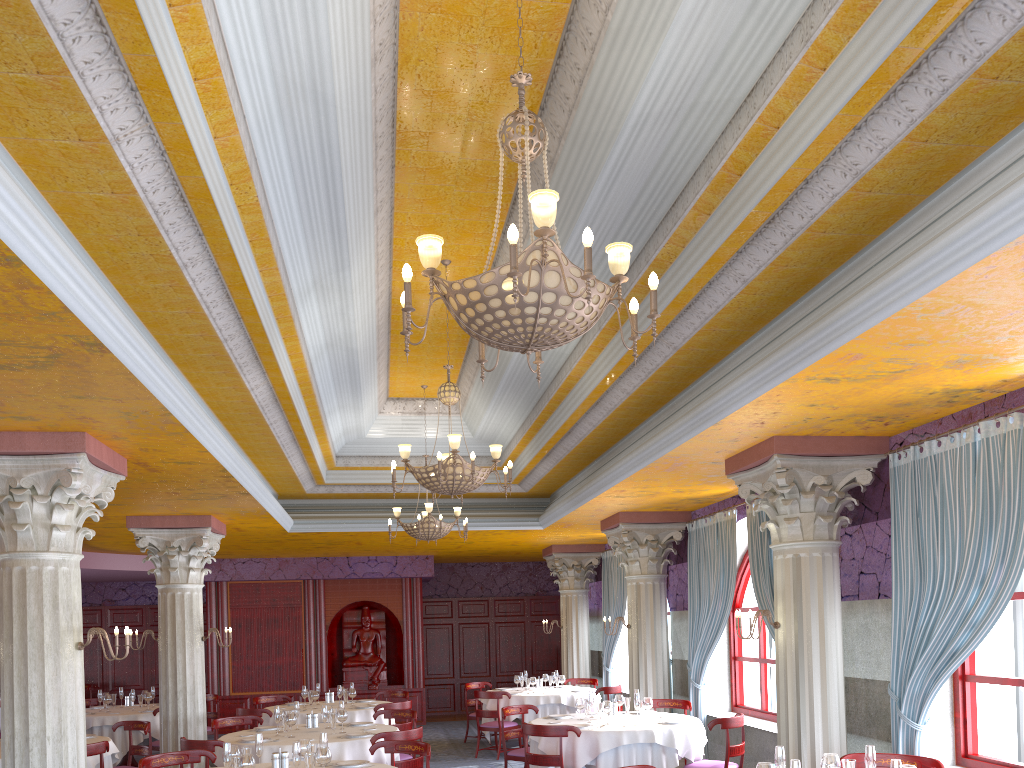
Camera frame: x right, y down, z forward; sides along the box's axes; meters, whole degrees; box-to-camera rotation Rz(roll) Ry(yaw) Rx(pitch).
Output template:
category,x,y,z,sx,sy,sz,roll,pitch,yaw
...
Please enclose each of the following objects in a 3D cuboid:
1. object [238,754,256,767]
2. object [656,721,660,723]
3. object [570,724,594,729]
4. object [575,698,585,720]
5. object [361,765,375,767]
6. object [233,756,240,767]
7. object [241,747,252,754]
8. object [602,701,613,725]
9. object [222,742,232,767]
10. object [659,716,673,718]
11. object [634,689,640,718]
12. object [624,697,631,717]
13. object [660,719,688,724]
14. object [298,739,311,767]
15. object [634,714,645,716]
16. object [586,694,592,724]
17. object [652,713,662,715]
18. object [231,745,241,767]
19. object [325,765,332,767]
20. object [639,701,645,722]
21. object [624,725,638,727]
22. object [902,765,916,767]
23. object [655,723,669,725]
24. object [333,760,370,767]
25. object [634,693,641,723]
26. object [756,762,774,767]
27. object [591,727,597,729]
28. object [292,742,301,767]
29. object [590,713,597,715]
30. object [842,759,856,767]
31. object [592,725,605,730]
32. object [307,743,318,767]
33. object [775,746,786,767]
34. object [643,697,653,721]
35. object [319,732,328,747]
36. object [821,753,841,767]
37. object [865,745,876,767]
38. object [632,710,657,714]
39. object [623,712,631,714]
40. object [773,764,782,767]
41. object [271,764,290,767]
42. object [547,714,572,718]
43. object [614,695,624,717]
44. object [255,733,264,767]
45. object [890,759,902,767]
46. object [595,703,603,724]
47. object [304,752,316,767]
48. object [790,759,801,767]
category,x,y,z,sx,sy,sz,roll,pitch,yaw
object,-1.926,2.825,6.225,0.122,0.260,0.124,-1,-4,-18
object,1.632,3.813,9.656,0.030,0.010,0.141,-12,-19,36
object,0.741,3.759,9.397,0.313,0.024,0.325,1,-16,-9
object,0.808,3.846,10.136,0.122,0.260,0.124,-2,-4,5
object,-1.219,3.175,7.098,0.028,0.013,0.237,-11,-18,34
object,-2.009,2.864,6.307,0.086,0.234,0.086,-2,-3,16
object,-2.108,3.007,6.807,0.086,0.234,0.087,-1,-3,-6
object,1.072,3.698,9.636,0.122,0.260,0.124,1,-5,-40
object,-2.119,2.838,6.377,0.074,0.331,0.074,-2,-2,27
object,1.829,3.951,10.164,0.162,0.009,0.161,-15,-20,39
object,1.498,3.823,10.248,0.074,0.331,0.074,-1,-2,-18
object,1.391,3.894,10.317,0.086,0.234,0.086,-2,-3,16
object,1.812,3.776,9.565,0.313,0.024,0.325,1,-16,-9
object,-1.691,3.033,6.988,0.122,0.260,0.124,-2,-4,5
object,1.554,4.040,10.456,0.141,0.010,0.030,-14,-19,38
object,0.879,3.711,9.789,0.074,0.331,0.074,-2,-1,5
object,1.779,4.048,10.510,0.028,0.013,0.237,-11,-18,34
object,-2.191,2.973,6.724,0.122,0.260,0.124,-2,-4,5
object,-1.511,3.244,7.299,0.022,0.003,0.258,-12,-19,33
object,1.489,3.751,9.817,0.086,0.234,0.087,0,-3,-29
object,1.301,3.743,9.368,0.161,0.009,0.162,-11,-18,30
object,2.314,2.359,4.997,0.122,0.260,0.124,-1,-4,-18
object,1.686,3.747,9.430,0.236,0.013,0.028,-13,-17,36
object,-1.354,3.208,7.224,0.313,0.024,0.325,1,-16,-9
object,1.418,3.674,9.709,0.074,0.331,0.074,-2,-2,27
object,1.550,2.447,5.232,0.122,0.260,0.124,-2,-4,5
object,0.899,3.744,9.322,0.022,0.003,0.258,-12,-19,33
object,-1.581,2.800,6.298,0.074,0.331,0.074,-2,-2,27
object,1.034,4.122,10.693,0.160,0.009,0.163,-8,-17,20
object,2.133,2.495,5.414,0.086,0.234,0.086,-2,-3,16
object,0.931,3.729,9.301,0.055,0.019,0.261,-13,-19,38
object,-1.608,3.020,6.905,0.086,0.234,0.086,-4,-3,39
object,1.702,2.461,5.424,0.074,0.331,0.074,-2,-2,27
object,1.571,3.759,9.901,0.122,0.260,0.124,1,-5,-40
object,-1.501,2.949,6.836,0.074,0.331,0.074,-2,-2,27
object,2.050,2.507,5.497,0.122,0.260,0.124,-1,-4,-18
object,2.240,2.424,5.345,0.074,0.331,0.074,-2,-2,27
object,1.644,4.082,10.636,0.313,0.024,0.325,1,-16,-9
object,1.455,4.116,10.732,0.055,0.019,0.261,-13,-19,38
object,1.634,2.481,5.315,0.086,0.234,0.087,0,-3,-29
object,-1.965,3.249,7.281,0.159,0.009,0.164,-5,-16,11
object,0.574,4.065,10.468,0.316,0.024,0.321,11,-20,-37
object,1.307,3.906,10.400,0.122,0.260,0.124,-1,-4,-18
object,-2.039,2.987,6.916,0.074,0.331,0.074,-2,-2,27
object,2.160,2.275,4.806,0.074,0.331,0.074,-1,-2,-18
object,0.989,3.737,9.719,0.086,0.234,0.086,-2,-3,16
object,-1.510,2.877,6.406,0.086,0.234,0.087,0,-3,-29
object,1.622,2.312,4.886,0.074,0.331,0.074,-2,-2,27
